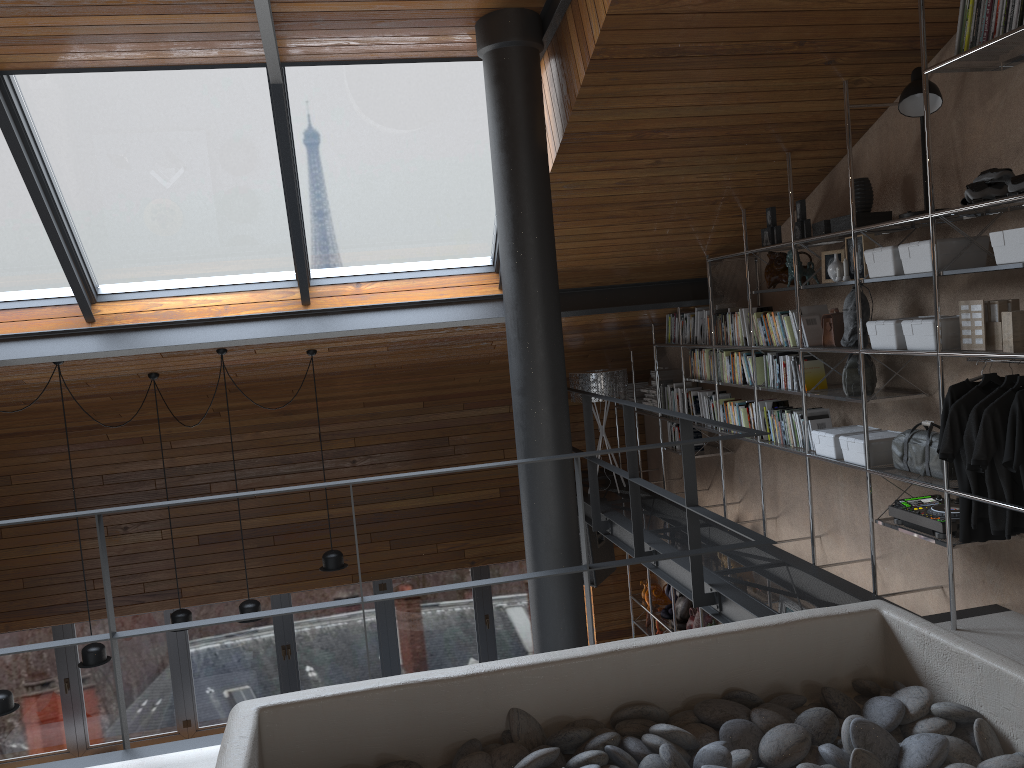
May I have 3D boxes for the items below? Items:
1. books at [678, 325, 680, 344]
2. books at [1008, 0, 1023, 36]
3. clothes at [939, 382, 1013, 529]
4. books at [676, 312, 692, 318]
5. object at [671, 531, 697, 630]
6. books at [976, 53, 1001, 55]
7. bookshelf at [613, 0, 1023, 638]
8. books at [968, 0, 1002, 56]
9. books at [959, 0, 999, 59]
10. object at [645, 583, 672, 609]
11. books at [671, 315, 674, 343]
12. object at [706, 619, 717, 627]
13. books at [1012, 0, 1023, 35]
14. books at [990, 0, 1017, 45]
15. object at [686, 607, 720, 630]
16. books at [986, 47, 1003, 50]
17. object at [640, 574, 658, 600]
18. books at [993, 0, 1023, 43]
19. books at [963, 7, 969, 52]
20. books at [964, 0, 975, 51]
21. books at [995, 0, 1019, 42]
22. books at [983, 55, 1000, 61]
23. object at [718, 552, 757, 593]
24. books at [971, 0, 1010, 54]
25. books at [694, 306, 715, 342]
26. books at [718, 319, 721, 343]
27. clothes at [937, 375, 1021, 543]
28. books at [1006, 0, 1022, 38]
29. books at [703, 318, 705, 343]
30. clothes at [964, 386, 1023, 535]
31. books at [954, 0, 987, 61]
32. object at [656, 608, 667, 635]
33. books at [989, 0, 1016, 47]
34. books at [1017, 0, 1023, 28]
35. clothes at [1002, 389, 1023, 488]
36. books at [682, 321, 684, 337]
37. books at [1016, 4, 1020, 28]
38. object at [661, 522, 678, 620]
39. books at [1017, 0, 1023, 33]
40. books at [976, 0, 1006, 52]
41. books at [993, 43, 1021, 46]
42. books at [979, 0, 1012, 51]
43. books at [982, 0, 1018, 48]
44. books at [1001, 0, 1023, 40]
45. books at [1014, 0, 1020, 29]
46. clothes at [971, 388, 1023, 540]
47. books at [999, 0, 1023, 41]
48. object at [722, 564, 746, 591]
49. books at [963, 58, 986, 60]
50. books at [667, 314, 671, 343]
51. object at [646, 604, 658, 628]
[{"bbox_3d":[1.304,-0.391,6.651,0.119,0.169,0.058,-6,4,-11],"label":"books"},{"bbox_3d":[1.892,-1.385,3.225,0.161,0.220,0.074,-6,4,-11],"label":"books"},{"bbox_3d":[1.966,0.292,3.642,0.488,0.586,0.074,-6,4,-18],"label":"clothes"},{"bbox_3d":[1.307,-0.425,6.731,0.129,0.226,0.069,-6,4,-11],"label":"books"},{"bbox_3d":[1.442,1.589,7.356,0.305,0.840,0.237,-6,4,-9],"label":"object"},{"bbox_3d":[1.870,-1.404,3.445,0.148,0.229,0.073,-6,4,-11],"label":"books"},{"bbox_3d":[2.214,0.710,2.977,0.421,6.218,10.739,-6,4,-11],"label":"bookshelf"},{"bbox_3d":[1.857,-1.403,3.454,0.148,0.229,0.073,-6,4,-11],"label":"books"},{"bbox_3d":[1.855,-1.405,3.493,0.169,0.229,0.077,-6,4,-11],"label":"books"},{"bbox_3d":[1.322,1.875,7.907,0.278,0.222,0.138,-5,4,-1],"label":"object"},{"bbox_3d":[1.300,-0.430,6.814,0.160,0.228,0.080,-6,4,-11],"label":"books"},{"bbox_3d":[1.547,1.889,6.491,0.255,0.356,0.167,-4,4,8],"label":"object"},{"bbox_3d":[1.876,-1.364,3.214,0.117,0.180,0.059,-6,4,-11],"label":"books"},{"bbox_3d":[1.862,-1.379,3.325,0.127,0.197,0.063,-6,4,-11],"label":"books"},{"bbox_3d":[1.478,1.823,6.889,0.219,0.440,0.462,-6,4,-11],"label":"object"},{"bbox_3d":[1.872,-1.390,3.378,0.147,0.211,0.063,-6,4,-10],"label":"books"},{"bbox_3d":[1.269,1.862,8.152,0.233,0.209,0.107,-7,4,-24],"label":"object"},{"bbox_3d":[1.873,-1.379,3.309,0.139,0.199,0.074,-6,4,-11],"label":"books"},{"bbox_3d":[1.838,-1.385,3.483,0.131,0.178,0.057,-6,4,-11],"label":"books"},{"bbox_3d":[1.847,-1.397,3.469,0.149,0.202,0.067,-6,4,-11],"label":"books"},{"bbox_3d":[1.859,-1.376,3.283,0.127,0.197,0.063,-6,4,-11],"label":"books"},{"bbox_3d":[1.867,-1.420,3.532,0.206,0.249,0.074,-6,4,-11],"label":"books"},{"bbox_3d":[1.627,1.259,6.433,0.215,0.458,0.328,-5,4,-6],"label":"object"},{"bbox_3d":[1.863,-1.400,3.427,0.160,0.228,0.080,-6,4,-11],"label":"books"},{"bbox_3d":[1.384,-0.424,6.379,0.143,0.264,0.088,-6,4,-11],"label":"books"},{"bbox_3d":[1.456,-0.360,5.969,0.131,0.181,0.014,-6,4,-11],"label":"books"},{"bbox_3d":[1.976,0.310,3.687,0.424,0.689,0.090,-6,4,-12],"label":"clothes"},{"bbox_3d":[1.879,-1.377,3.245,0.125,0.204,0.072,-6,4,-11],"label":"books"},{"bbox_3d":[1.405,-0.379,6.215,0.131,0.178,0.057,-6,4,-11],"label":"books"},{"bbox_3d":[2.021,0.295,3.529,0.488,0.586,0.074,-6,4,-18],"label":"clothes"},{"bbox_3d":[1.833,-1.406,3.517,0.148,0.229,0.073,-6,4,-11],"label":"books"},{"bbox_3d":[1.348,2.114,7.955,0.060,0.223,0.267,-2,5,35],"label":"object"},{"bbox_3d":[1.870,-1.395,3.344,0.129,0.226,0.069,-6,4,-11],"label":"books"},{"bbox_3d":[1.874,-1.356,3.177,0.111,0.171,0.056,-6,4,-11],"label":"books"},{"bbox_3d":[2.048,0.330,3.327,0.424,0.689,0.090,-6,4,-12],"label":"clothes"},{"bbox_3d":[1.311,-0.386,6.564,0.111,0.171,0.056,-6,4,-11],"label":"books"},{"bbox_3d":[1.878,-1.370,3.193,0.111,0.194,0.059,-6,4,-11],"label":"books"},{"bbox_3d":[1.366,1.554,7.612,0.244,0.879,0.244,-4,4,17],"label":"object"},{"bbox_3d":[1.875,-1.358,3.187,0.112,0.174,0.054,-6,4,-11],"label":"books"},{"bbox_3d":[1.851,-1.385,3.402,0.130,0.202,0.063,-6,4,-11],"label":"books"},{"bbox_3d":[1.875,-1.383,3.339,0.130,0.201,0.063,-6,4,-11],"label":"books"},{"bbox_3d":[1.865,-1.388,3.392,0.146,0.208,0.071,-6,4,-11],"label":"books"},{"bbox_3d":[1.863,-1.400,3.358,0.143,0.233,0.081,-6,4,-11],"label":"books"},{"bbox_3d":[1.867,-1.361,3.265,0.119,0.169,0.058,-6,4,-11],"label":"books"},{"bbox_3d":[1.873,-1.359,3.204,0.112,0.173,0.054,-6,4,-11],"label":"books"},{"bbox_3d":[2.003,0.302,3.459,0.488,0.586,0.074,-6,4,-18],"label":"clothes"},{"bbox_3d":[1.869,-1.376,3.274,0.127,0.197,0.063,-6,4,-11],"label":"books"},{"bbox_3d":[1.553,1.379,6.158,0.208,0.280,0.131,-7,5,-29],"label":"object"},{"bbox_3d":[1.859,-1.407,3.508,0.148,0.229,0.073,-6,4,-11],"label":"books"},{"bbox_3d":[1.292,-0.435,6.880,0.169,0.229,0.077,-6,4,-11],"label":"books"},{"bbox_3d":[1.303,2.100,8.150,0.116,0.229,0.233,-3,5,29],"label":"object"}]
